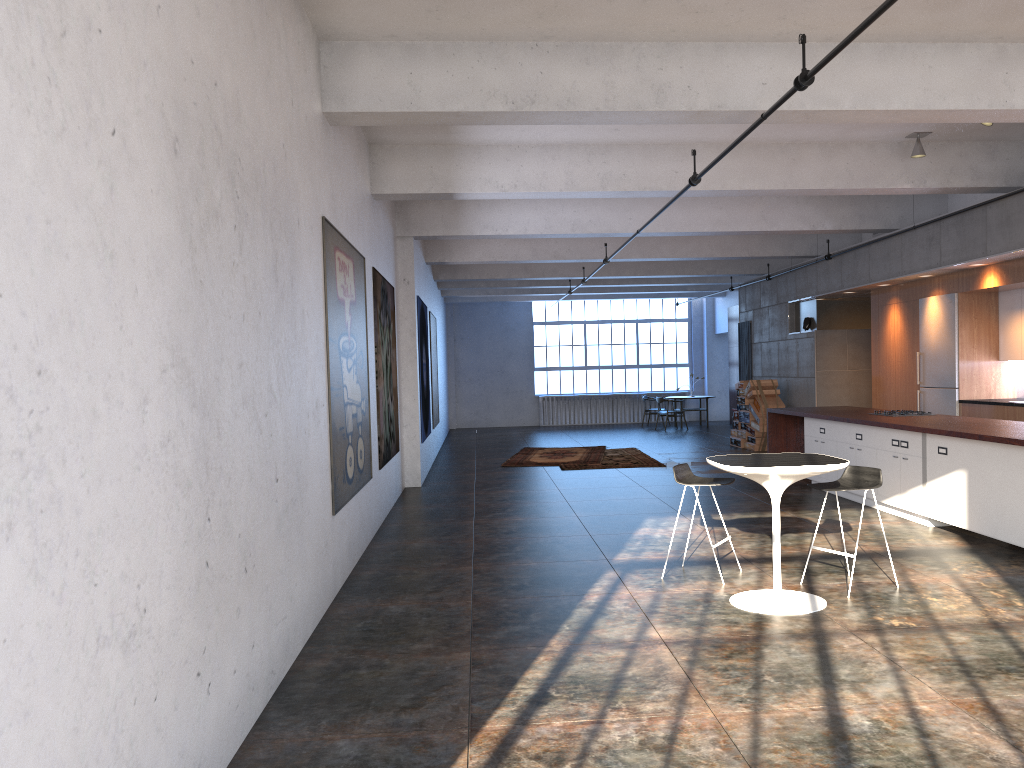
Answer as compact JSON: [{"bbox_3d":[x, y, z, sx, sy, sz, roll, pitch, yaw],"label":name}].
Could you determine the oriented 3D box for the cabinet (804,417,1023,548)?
[{"bbox_3d":[4.300,0.889,8.572,0.924,0.931,5.629,-2,1,-2],"label":"cabinet"}]

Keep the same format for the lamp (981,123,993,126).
[{"bbox_3d":[4.274,-2.448,7.916,0.225,0.287,0.130,-2,2,-20],"label":"lamp"}]

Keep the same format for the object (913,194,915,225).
[{"bbox_3d":[6.333,0.142,9.351,0.050,0.053,0.065,-1,2,34],"label":"object"}]

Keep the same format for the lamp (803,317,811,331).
[{"bbox_3d":[5.238,-1.054,15.676,0.215,0.259,0.168,-2,2,-22],"label":"lamp"}]

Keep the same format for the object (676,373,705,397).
[{"bbox_3d":[4.717,0.020,23.385,0.775,0.625,0.239,-2,2,-2],"label":"object"}]

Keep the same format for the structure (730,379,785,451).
[{"bbox_3d":[4.622,0.564,16.886,0.639,1.316,1.907,-2,1,-2],"label":"structure"}]

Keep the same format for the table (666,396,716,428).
[{"bbox_3d":[4.734,0.762,23.426,1.282,0.852,1.336,-1,2,40],"label":"table"}]

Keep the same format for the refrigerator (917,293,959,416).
[{"bbox_3d":[5.852,-0.098,12.050,0.221,2.192,0.951,-2,2,-5],"label":"refrigerator"}]

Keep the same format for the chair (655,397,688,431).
[{"bbox_3d":[4.021,0.745,22.411,0.681,0.865,0.719,-2,2,-16],"label":"chair"}]

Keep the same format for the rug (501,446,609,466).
[{"bbox_3d":[0.862,1.303,16.338,1.868,0.048,3.535,-1,1,7],"label":"rug"}]

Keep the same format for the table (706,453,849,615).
[{"bbox_3d":[1.743,0.972,5.839,0.830,0.952,0.826,-2,2,-3],"label":"table"}]

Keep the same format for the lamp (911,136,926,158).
[{"bbox_3d":[4.316,-2.526,9.408,0.153,0.216,0.159,0,2,34],"label":"lamp"}]

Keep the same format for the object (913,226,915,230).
[{"bbox_3d":[6.371,0.145,9.311,0.052,0.053,0.062,-2,1,4],"label":"object"}]

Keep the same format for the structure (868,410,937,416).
[{"bbox_3d":[4.448,0.345,10.110,0.513,0.072,0.638,-2,1,-3],"label":"structure"}]

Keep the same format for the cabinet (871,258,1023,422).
[{"bbox_3d":[7.064,-0.204,10.164,2.385,2.564,8.079,-2,1,-2],"label":"cabinet"}]

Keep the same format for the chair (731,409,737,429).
[{"bbox_3d":[5.537,0.659,20.929,0.658,0.988,0.426,-2,2,-4],"label":"chair"}]

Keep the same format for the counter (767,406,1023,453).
[{"bbox_3d":[4.286,0.852,9.181,1.145,0.972,6.634,-2,1,-2],"label":"counter"}]

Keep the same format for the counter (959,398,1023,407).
[{"bbox_3d":[6.725,0.233,9.407,1.611,0.039,4.445,-2,1,-3],"label":"counter"}]

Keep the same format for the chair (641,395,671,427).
[{"bbox_3d":[3.858,0.730,23.803,0.663,0.865,0.738,-1,2,23],"label":"chair"}]

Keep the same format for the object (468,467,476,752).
[{"bbox_3d":[5.138,1.415,12.295,19.798,0.001,27.111,-2,1,-3],"label":"object"}]

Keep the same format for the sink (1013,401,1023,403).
[{"bbox_3d":[6.222,0.306,10.279,0.524,0.192,0.727,-2,1,-3],"label":"sink"}]

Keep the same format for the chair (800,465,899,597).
[{"bbox_3d":[2.358,1.040,6.214,0.513,0.896,0.455,-2,2,-26],"label":"chair"}]
